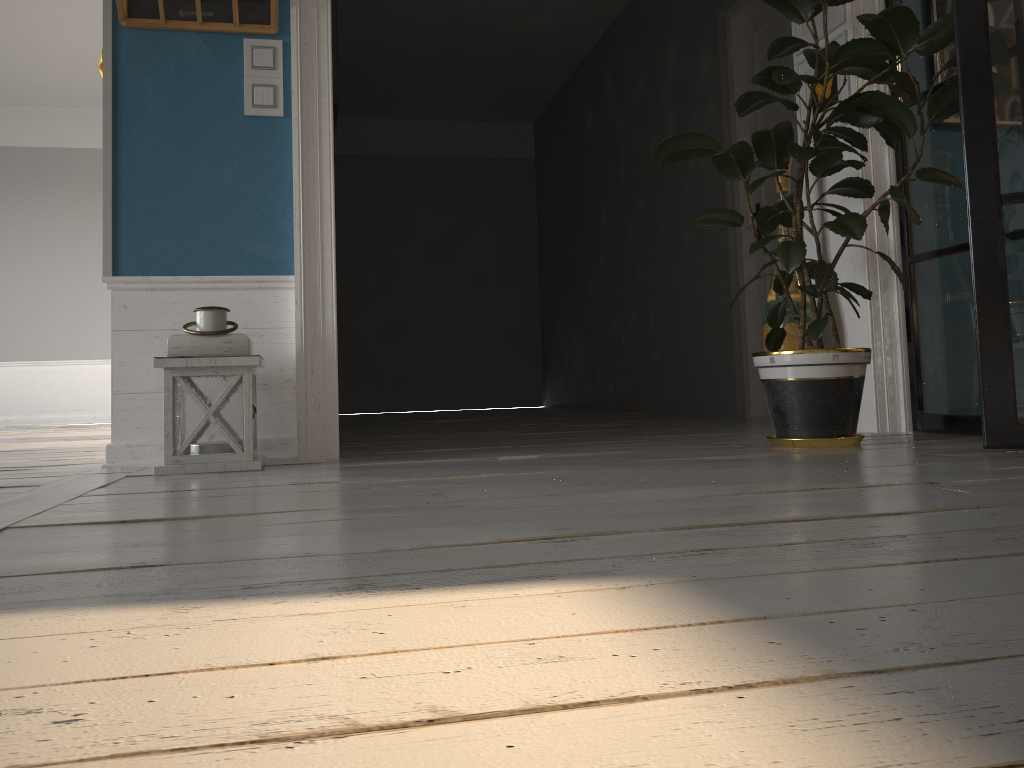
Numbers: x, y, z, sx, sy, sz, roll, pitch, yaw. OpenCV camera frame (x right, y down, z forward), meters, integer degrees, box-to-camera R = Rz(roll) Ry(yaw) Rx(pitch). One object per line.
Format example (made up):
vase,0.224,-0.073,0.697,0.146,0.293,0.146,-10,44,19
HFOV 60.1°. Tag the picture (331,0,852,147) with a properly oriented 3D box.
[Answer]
picture,0.302,-1.344,3.368,1.945,0.756,0.357,-2,-3,-12

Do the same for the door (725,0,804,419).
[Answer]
door,1.450,-0.975,4.481,0.178,2.317,1.032,-1,-4,-12

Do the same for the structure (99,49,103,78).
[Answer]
structure,-1.398,-1.257,3.085,0.078,0.449,0.133,0,-4,-24

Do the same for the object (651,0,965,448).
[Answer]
object,1.398,-0.727,1.316,1.011,1.801,3.884,-1,-1,-13

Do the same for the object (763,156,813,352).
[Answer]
object,1.084,-0.374,3.466,0.216,1.128,0.214,-1,-4,-18

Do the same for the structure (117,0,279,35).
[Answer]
structure,-1.011,-1.541,2.831,0.495,0.779,0.184,-1,-4,-12

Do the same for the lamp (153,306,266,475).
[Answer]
lamp,-0.885,0.009,2.615,0.287,0.479,0.285,-1,-3,-13
